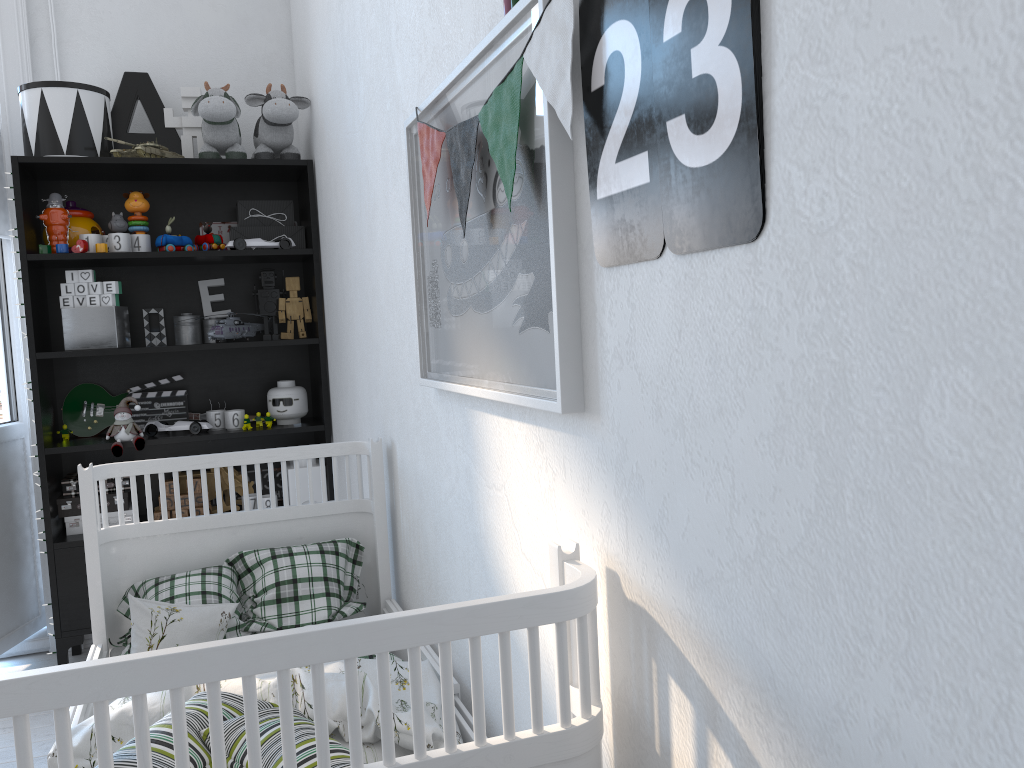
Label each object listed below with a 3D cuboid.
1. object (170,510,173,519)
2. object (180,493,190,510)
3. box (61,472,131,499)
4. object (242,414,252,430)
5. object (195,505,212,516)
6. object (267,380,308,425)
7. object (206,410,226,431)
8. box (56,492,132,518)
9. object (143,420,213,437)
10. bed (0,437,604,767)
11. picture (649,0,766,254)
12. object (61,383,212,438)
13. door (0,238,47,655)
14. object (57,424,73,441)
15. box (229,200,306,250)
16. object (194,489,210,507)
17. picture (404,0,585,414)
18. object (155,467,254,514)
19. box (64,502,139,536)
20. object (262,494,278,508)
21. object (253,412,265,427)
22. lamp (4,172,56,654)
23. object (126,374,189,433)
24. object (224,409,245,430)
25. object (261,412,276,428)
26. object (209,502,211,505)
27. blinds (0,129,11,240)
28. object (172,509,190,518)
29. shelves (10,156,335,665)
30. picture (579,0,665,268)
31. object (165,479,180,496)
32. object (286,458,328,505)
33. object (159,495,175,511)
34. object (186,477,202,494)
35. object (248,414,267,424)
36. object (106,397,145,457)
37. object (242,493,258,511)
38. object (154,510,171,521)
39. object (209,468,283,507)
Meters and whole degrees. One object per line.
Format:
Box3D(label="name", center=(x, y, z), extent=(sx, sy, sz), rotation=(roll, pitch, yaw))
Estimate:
Box3D(label="object", center=(-1.188, 0.451, 3.061), extent=(0.050, 0.050, 0.050), rotation=(-4, 4, -19))
Box3D(label="object", center=(-1.116, 0.400, 3.025), extent=(0.050, 0.050, 0.050), rotation=(-4, 4, -19))
Box3D(label="box", center=(-1.400, 0.335, 3.017), extent=(0.215, 0.062, 0.179), rotation=(-4, 4, -19))
Box3D(label="object", center=(-0.908, 0.131, 3.037), extent=(0.031, 0.054, 0.042), rotation=(0, 5, 31))
Box3D(label="object", center=(-1.065, 0.446, 3.046), extent=(0.050, 0.050, 0.050), rotation=(-2, 4, 11))
Box3D(label="object", center=(-0.804, 0.068, 3.180), extent=(0.139, 0.162, 0.139), rotation=(-7, 6, -44))
Box3D(label="object", center=(-1.031, 0.127, 3.099), extent=(0.067, 0.067, 0.067), rotation=(-3, 4, -5))
Box3D(label="box", center=(-1.414, 0.397, 3.014), extent=(0.215, 0.062, 0.179), rotation=(-4, 4, -19))
Box3D(label="object", center=(-1.136, 0.147, 3.022), extent=(0.230, 0.048, 0.098), rotation=(-3, 4, 6))
Box3D(label="bed", center=(-0.409, 0.593, 1.506), extent=(0.670, 0.833, 1.403), rotation=(-4, 4, -19))
Box3D(label="picture", center=(0.158, -0.267, 0.744), extent=(0.013, 0.305, 0.152), rotation=(-4, 5, -19))
Box3D(label="object", center=(-1.297, 0.104, 3.149), extent=(0.542, 0.239, 0.093), rotation=(-4, 4, -19))
Box3D(label="door", center=(-2.266, 0.036, 2.787), extent=(1.263, 1.839, 0.636), rotation=(-4, 5, -17))
Box3D(label="object", center=(-1.510, 0.164, 2.995), extent=(0.042, 0.054, 0.031), rotation=(-4, 4, -9))
Box3D(label="box", center=(-0.878, -0.558, 3.176), extent=(0.251, 0.189, 0.179), rotation=(-4, 4, -19))
Box3D(label="object", center=(-1.075, 0.395, 3.068), extent=(0.050, 0.050, 0.050), rotation=(-4, 4, -19))
Box3D(label="picture", center=(-0.058, -0.227, 1.345), extent=(0.030, 0.493, 0.703), rotation=(-4, 4, -19))
Box3D(label="object", center=(-1.095, 0.373, 3.173), extent=(0.337, 0.186, 0.111), rotation=(-3, 4, -4))
Box3D(label="box", center=(-1.394, 0.457, 3.025), extent=(0.215, 0.062, 0.179), rotation=(-4, 4, -19))
Box3D(label="object", center=(-0.850, 0.423, 3.084), extent=(0.067, 0.067, 0.067), rotation=(-3, 4, -5))
Box3D(label="object", center=(-0.886, 0.125, 3.101), extent=(0.042, 0.054, 0.031), rotation=(-4, 4, -19))
Box3D(label="lamp", center=(-1.164, 0.093, 3.132), extent=(0.985, 1.685, 0.095), rotation=(-5, 5, -22))
Box3D(label="object", center=(-1.252, 0.071, 3.135), extent=(0.200, 0.199, 0.048), rotation=(-4, 5, -19))
Box3D(label="object", center=(-0.960, 0.125, 3.074), extent=(0.067, 0.067, 0.067), rotation=(-3, 4, -5))
Box3D(label="object", center=(-0.847, 0.125, 3.083), extent=(0.042, 0.054, 0.031), rotation=(-1, 5, 26))
Box3D(label="object", center=(-1.078, 0.443, 3.103), extent=(0.050, 0.050, 0.050), rotation=(-4, 4, -19))
Box3D(label="blinds", center=(-1.780, -0.684, 2.859), extent=(0.032, 0.391, 0.565), rotation=(-3, 4, 1))
Box3D(label="object", center=(-1.128, 0.450, 3.024), extent=(0.050, 0.050, 0.050), rotation=(-4, 4, -14))
Box3D(label="shelves", center=(-1.118, 0.097, 3.081), extent=(0.911, 1.678, 0.353), rotation=(-4, 5, -19))
Box3D(label="picture", center=(0.107, -0.272, 0.889), extent=(0.010, 0.302, 0.151), rotation=(-4, 5, -20))
Box3D(label="object", center=(-1.159, 0.353, 3.020), extent=(0.050, 0.050, 0.050), rotation=(-4, 4, -19))
Box3D(label="object", center=(-0.751, 0.344, 3.200), extent=(0.132, 0.199, 0.267), rotation=(-4, 4, -19))
Box3D(label="object", center=(-1.176, 0.403, 3.025), extent=(0.050, 0.050, 0.050), rotation=(-4, 4, -19))
Box3D(label="object", center=(-1.085, 0.347, 3.048), extent=(0.050, 0.050, 0.050), rotation=(-3, 4, 1))
Box3D(label="object", center=(-0.969, 0.130, 3.238), extent=(0.163, 0.034, 0.069), rotation=(-4, 4, -19))
Box3D(label="object", center=(-1.246, 0.136, 2.858), extent=(0.110, 0.186, 0.129), rotation=(-6, 5, -32))
Box3D(label="object", center=(-0.914, 0.424, 3.120), extent=(0.067, 0.067, 0.067), rotation=(-3, 4, -5))
Box3D(label="object", center=(-1.184, 0.455, 3.004), extent=(0.050, 0.050, 0.050), rotation=(-4, 4, -19))
Box3D(label="object", center=(-0.980, 0.386, 3.309), extent=(0.347, 0.120, 0.034), rotation=(-4, 5, -19))
